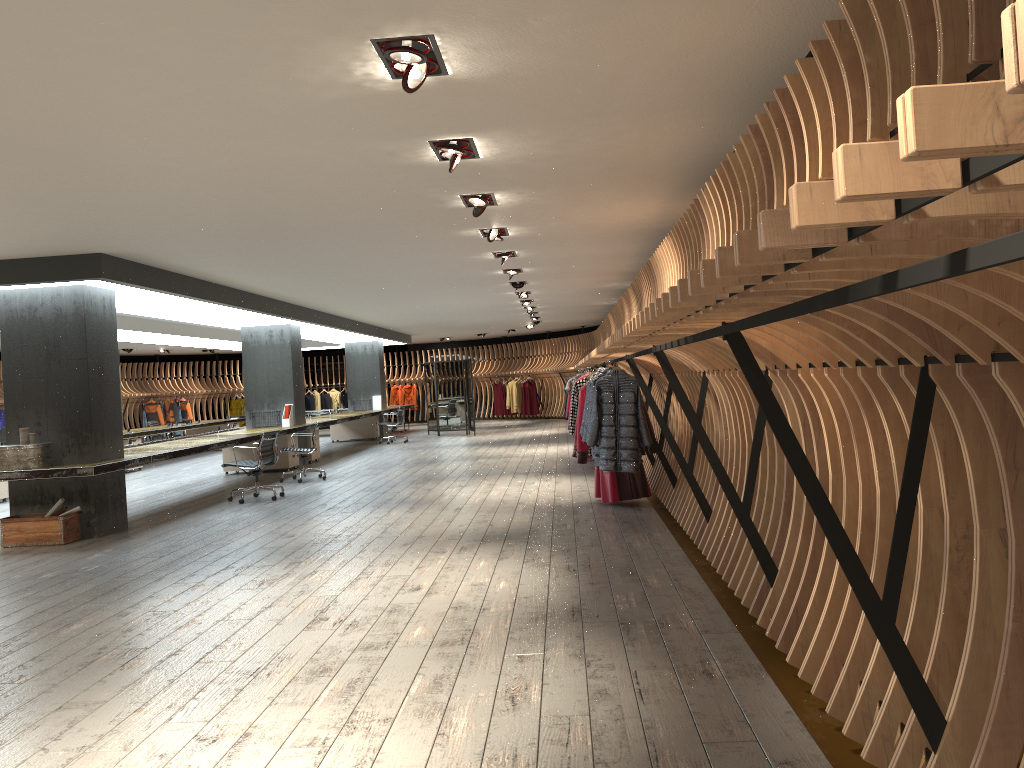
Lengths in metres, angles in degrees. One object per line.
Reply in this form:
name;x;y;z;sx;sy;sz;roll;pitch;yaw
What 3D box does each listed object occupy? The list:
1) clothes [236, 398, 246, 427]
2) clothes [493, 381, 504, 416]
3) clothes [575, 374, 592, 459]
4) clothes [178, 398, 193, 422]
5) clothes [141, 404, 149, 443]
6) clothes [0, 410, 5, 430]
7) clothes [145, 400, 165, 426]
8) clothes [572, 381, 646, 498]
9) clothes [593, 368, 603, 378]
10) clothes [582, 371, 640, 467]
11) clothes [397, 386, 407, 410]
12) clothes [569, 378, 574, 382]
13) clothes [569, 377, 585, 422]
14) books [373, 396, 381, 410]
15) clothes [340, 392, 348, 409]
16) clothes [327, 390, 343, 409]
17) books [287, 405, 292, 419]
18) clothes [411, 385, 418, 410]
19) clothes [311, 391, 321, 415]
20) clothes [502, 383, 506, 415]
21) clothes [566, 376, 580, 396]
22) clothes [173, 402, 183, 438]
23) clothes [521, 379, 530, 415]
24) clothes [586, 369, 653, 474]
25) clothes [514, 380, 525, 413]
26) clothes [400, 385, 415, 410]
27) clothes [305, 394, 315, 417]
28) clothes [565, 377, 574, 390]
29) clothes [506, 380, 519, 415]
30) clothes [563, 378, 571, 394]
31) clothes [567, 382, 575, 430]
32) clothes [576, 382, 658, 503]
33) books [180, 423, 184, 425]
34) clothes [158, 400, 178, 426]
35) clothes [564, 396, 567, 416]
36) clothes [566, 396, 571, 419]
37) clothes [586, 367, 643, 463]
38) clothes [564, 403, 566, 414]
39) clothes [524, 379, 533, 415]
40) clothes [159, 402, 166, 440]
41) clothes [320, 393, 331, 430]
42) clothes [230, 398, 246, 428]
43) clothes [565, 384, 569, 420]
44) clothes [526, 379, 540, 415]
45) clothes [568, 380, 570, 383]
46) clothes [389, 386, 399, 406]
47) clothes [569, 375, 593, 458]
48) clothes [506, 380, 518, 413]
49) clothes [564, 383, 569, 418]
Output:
clothes;-8.810;0.972;29.033;0.664;1.045;0.168;-4;-1;34
clothes;-0.427;0.465;28.794;0.444;1.129;0.126;-3;-1;0
clothes;1.250;0.493;13.643;0.839;1.312;0.321;-4;-1;32
clothes;-10.224;0.887;27.602;0.839;0.881;0.201;-4;-1;33
clothes;-10.874;1.287;26.307;0.200;1.422;0.308;-3;-1;-20
clothes;-11.598;1.198;20.205;0.885;1.239;0.245;-3;-1;0
clothes;-10.797;0.927;26.616;0.839;0.881;0.201;-4;-1;18
clothes;0.992;0.532;9.127;0.839;1.312;0.321;-4;-1;32
clothes;0.898;0.275;7.947;0.511;0.854;0.228;-4;-1;24
clothes;0.882;0.302;7.772;0.584;0.854;0.211;-4;-1;31
clothes;-3.758;0.481;30.375;0.201;0.881;0.839;-4;0;8
clothes;1.605;0.325;19.732;0.715;1.088;0.257;-3;-1;-1
clothes;1.190;0.443;12.587;0.773;1.161;0.191;-3;-1;4
books;-3.493;0.490;22.942;0.215;0.368;0.073;-3;-1;3
clothes;-5.688;0.938;30.359;0.087;1.353;0.539;-4;-1;28
clothes;-6.082;0.636;30.288;0.704;0.890;0.250;-4;-1;24
books;-3.874;0.551;15.454;0.048;0.368;0.215;-4;0;3
clothes;-3.321;0.455;30.230;0.201;0.881;0.839;-3;0;-17
clothes;-6.666;0.675;30.159;0.704;0.890;0.250;-4;-1;44
clothes;-0.256;0.456;28.614;0.127;1.129;0.443;-3;-1;-5
clothes;1.406;0.347;16.936;0.760;1.030;0.179;-3;-1;-11
clothes;-10.336;1.248;27.366;0.309;1.422;0.200;-3;-1;-25
clothes;0.478;0.416;27.820;0.444;1.129;0.126;-3;-1;-25
clothes;0.851;0.307;7.317;0.181;0.854;0.682;-3;-1;-44
clothes;0.336;0.382;27.977;0.151;1.053;0.777;-4;-1;44
clothes;-3.558;0.469;30.294;0.200;0.881;0.840;-4;0;33
clothes;-6.846;1.013;30.076;0.539;1.353;0.087;-4;-1;38
clothes;1.646;0.270;21.272;0.734;0.938;0.164;-4;-1;7
clothes;-0.017;0.443;28.370;0.444;1.129;0.126;-3;-1;-35
clothes;1.653;0.283;21.872;0.737;0.971;0.167;-4;-1;12
clothes;1.265;0.490;13.931;0.839;1.312;0.321;-4;-1;22
clothes;1.047;0.535;8.845;0.840;1.317;0.318;-4;-1;11
books;-7.548;0.912;20.225;0.213;0.026;0.366;-3;0;4
clothes;-10.490;0.908;27.091;0.839;0.881;0.201;-4;-1;23
clothes;1.660;0.346;20.902;0.913;1.081;0.238;-4;-1;8
clothes;1.484;0.451;17.773;0.839;1.312;0.321;-4;-1;12
clothes;0.889;0.279;7.645;0.530;0.856;0.234;-3;-1;2
clothes;1.672;0.344;21.112;0.913;1.081;0.238;-3;-1;3
clothes;0.585;0.410;27.689;0.444;1.129;0.126;-3;-1;0
clothes;-10.621;1.269;26.844;0.200;1.422;0.309;-3;-1;-5
clothes;-6.350;0.982;30.219;0.539;1.353;0.087;-4;-1;28
clothes;-8.948;0.981;28.913;0.664;1.045;0.168;-4;-1;34
clothes;1.593;0.354;19.607;0.913;1.081;0.238;-3;-1;3
clothes;0.629;0.408;27.607;0.444;1.129;0.126;-3;-1;-25
clothes;1.661;0.327;20.485;0.733;1.106;0.165;-4;-1;8
clothes;-3.992;0.495;30.354;0.200;0.881;0.839;-4;0;18
clothes;1.164;0.446;12.363;0.773;1.161;0.191;-3;-1;-6
clothes;0.189;0.390;28.141;0.777;1.053;0.151;-3;-1;4
clothes;1.606;0.352;19.963;0.913;1.081;0.238;-4;-1;8
